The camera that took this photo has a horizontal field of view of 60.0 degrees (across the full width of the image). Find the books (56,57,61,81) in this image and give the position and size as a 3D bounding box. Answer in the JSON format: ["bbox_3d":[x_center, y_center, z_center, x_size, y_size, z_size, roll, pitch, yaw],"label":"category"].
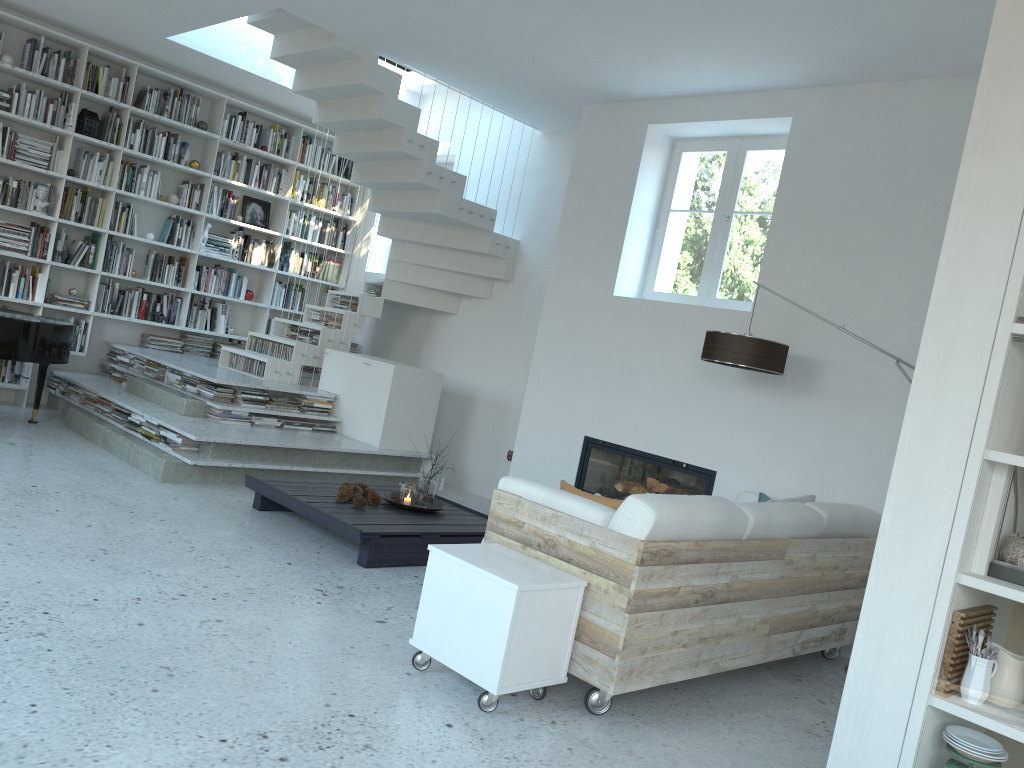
[{"bbox_3d":[-3.856,-2.641,7.481,0.012,0.217,0.179,9,3,-45],"label":"books"}]

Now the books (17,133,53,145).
[{"bbox_3d":[-4.036,-2.060,7.463,0.285,0.012,0.159,10,3,-43],"label":"books"}]

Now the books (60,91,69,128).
[{"bbox_3d":[-3.847,-2.327,7.575,0.012,0.334,0.155,9,4,-45],"label":"books"}]

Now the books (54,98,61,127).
[{"bbox_3d":[-3.893,-2.298,7.545,0.029,0.261,0.132,9,4,-45],"label":"books"}]

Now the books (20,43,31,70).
[{"bbox_3d":[-4.025,-2.684,7.328,0.012,0.245,0.151,9,4,-45],"label":"books"}]

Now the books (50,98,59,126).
[{"bbox_3d":[-3.904,-2.292,7.512,0.032,0.248,0.173,9,3,-45],"label":"books"}]

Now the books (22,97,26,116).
[{"bbox_3d":[-4.079,-2.300,7.367,0.011,0.204,0.133,9,3,-45],"label":"books"}]

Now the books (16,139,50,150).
[{"bbox_3d":[-4.041,-2.010,7.461,0.254,0.012,0.160,10,2,-40],"label":"books"}]

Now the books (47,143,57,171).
[{"bbox_3d":[-3.939,-1.930,7.569,0.012,0.254,0.160,9,3,-45],"label":"books"}]

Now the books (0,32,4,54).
[{"bbox_3d":[-4.157,-2.711,7.176,0.011,0.256,0.143,9,4,-45],"label":"books"}]

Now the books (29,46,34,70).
[{"bbox_3d":[-4.005,-2.692,7.344,0.011,0.267,0.129,9,4,-45],"label":"books"}]

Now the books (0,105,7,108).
[{"bbox_3d":[-4.257,-2.282,7.189,0.160,0.012,0.254,13,2,42],"label":"books"}]

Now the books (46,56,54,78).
[{"bbox_3d":[-3.895,-2.640,7.442,0.033,0.203,0.166,9,3,-45],"label":"books"}]

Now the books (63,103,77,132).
[{"bbox_3d":[-3.788,-2.265,7.556,0.037,0.237,0.272,9,3,-45],"label":"books"}]

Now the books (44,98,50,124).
[{"bbox_3d":[-3.944,-2.290,7.480,0.012,0.230,0.158,9,3,-45],"label":"books"}]

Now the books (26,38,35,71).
[{"bbox_3d":[-3.999,-2.703,7.323,0.014,0.292,0.175,9,4,-45],"label":"books"}]

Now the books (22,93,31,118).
[{"bbox_3d":[-4.055,-2.302,7.370,0.027,0.216,0.190,9,3,-45],"label":"books"}]

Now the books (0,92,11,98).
[{"bbox_3d":[-4.240,-2.371,7.187,0.285,0.024,0.159,10,3,-43],"label":"books"}]

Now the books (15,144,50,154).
[{"bbox_3d":[-4.051,-1.975,7.465,0.160,0.012,0.254,13,2,42],"label":"books"}]

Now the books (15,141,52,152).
[{"bbox_3d":[-4.050,-1.999,7.468,0.159,0.012,0.285,13,3,44],"label":"books"}]

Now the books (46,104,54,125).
[{"bbox_3d":[-3.931,-2.267,7.493,0.029,0.188,0.175,9,3,-45],"label":"books"}]

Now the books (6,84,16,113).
[{"bbox_3d":[-4.130,-2.334,7.292,0.012,0.254,0.160,9,3,-45],"label":"books"}]

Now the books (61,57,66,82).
[{"bbox_3d":[-3.843,-2.648,7.530,0.026,0.234,0.137,9,4,-45],"label":"books"}]

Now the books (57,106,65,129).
[{"bbox_3d":[-3.869,-2.263,7.557,0.029,0.202,0.191,9,3,-45],"label":"books"}]

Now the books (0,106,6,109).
[{"bbox_3d":[-4.257,-2.269,7.186,0.254,0.012,0.160,10,2,-40],"label":"books"}]

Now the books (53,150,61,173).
[{"bbox_3d":[-3.931,-1.901,7.603,0.030,0.198,0.171,9,3,-45],"label":"books"}]

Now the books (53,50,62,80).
[{"bbox_3d":[-3.851,-2.666,7.465,0.010,0.270,0.179,9,3,-45],"label":"books"}]

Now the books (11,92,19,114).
[{"bbox_3d":[-4.121,-2.298,7.304,0.025,0.187,0.193,9,3,-45],"label":"books"}]

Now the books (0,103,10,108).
[{"bbox_3d":[-4.255,-2.294,7.188,0.159,0.012,0.285,13,2,42],"label":"books"}]

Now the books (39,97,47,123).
[{"bbox_3d":[-3.968,-2.290,7.448,0.023,0.223,0.190,9,3,-45],"label":"books"}]

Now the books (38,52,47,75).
[{"bbox_3d":[-3.944,-2.652,7.393,0.050,0.211,0.172,9,3,-45],"label":"books"}]

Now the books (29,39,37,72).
[{"bbox_3d":[-3.988,-2.703,7.345,0.011,0.296,0.157,9,4,-45],"label":"books"}]

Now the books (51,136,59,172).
[{"bbox_3d":[-3.935,-1.963,7.588,0.012,0.319,0.139,9,4,-45],"label":"books"}]

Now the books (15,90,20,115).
[{"bbox_3d":[-4.120,-2.318,7.341,0.024,0.223,0.128,9,4,-45],"label":"books"}]

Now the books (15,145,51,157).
[{"bbox_3d":[-4.054,-1.963,7.466,0.285,0.012,0.159,10,3,-42],"label":"books"}]

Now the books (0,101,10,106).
[{"bbox_3d":[-4.254,-2.306,7.189,0.159,0.012,0.285,13,3,43],"label":"books"}]

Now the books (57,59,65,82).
[{"bbox_3d":[-3.833,-2.629,7.482,0.023,0.202,0.193,9,3,-45],"label":"books"}]

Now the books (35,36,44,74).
[{"bbox_3d":[-3.949,-2.714,7.366,0.010,0.331,0.186,9,4,-45],"label":"books"}]

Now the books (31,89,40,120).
[{"bbox_3d":[-4.017,-2.326,7.433,0.029,0.273,0.140,9,4,-45],"label":"books"}]

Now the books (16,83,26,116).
[{"bbox_3d":[-4.074,-2.339,7.323,0.011,0.284,0.190,9,3,-45],"label":"books"}]

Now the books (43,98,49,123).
[{"bbox_3d":[-3.956,-2.293,7.477,0.010,0.230,0.152,9,3,-45],"label":"books"}]

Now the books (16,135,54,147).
[{"bbox_3d":[-4.033,-2.047,7.458,0.159,0.012,0.285,13,2,40],"label":"books"}]

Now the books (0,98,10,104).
[{"bbox_3d":[-4.245,-2.322,7.184,0.285,0.024,0.159,10,2,-40],"label":"books"}]

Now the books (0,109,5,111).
[{"bbox_3d":[-4.263,-2.246,7.189,0.254,0.012,0.160,10,2,-41],"label":"books"}]

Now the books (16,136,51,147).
[{"bbox_3d":[-4.044,-2.037,7.467,0.254,0.012,0.160,10,3,-45],"label":"books"}]

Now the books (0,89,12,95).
[{"bbox_3d":[-4.238,-2.396,7.190,0.285,0.024,0.159,10,3,-45],"label":"books"}]

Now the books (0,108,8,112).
[{"bbox_3d":[-4.262,-2.258,7.190,0.285,0.012,0.159,10,3,-42],"label":"books"}]

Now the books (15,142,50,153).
[{"bbox_3d":[-4.051,-1.987,7.466,0.254,0.012,0.160,10,3,-43],"label":"books"}]

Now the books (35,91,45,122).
[{"bbox_3d":[-3.985,-2.317,7.437,0.023,0.269,0.184,9,3,-45],"label":"books"}]

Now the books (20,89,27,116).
[{"bbox_3d":[-4.078,-2.317,7.347,0.021,0.237,0.171,9,3,-45],"label":"books"}]

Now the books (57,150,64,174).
[{"bbox_3d":[-3.913,-1.902,7.628,0.030,0.205,0.158,9,3,-45],"label":"books"}]

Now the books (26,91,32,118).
[{"bbox_3d":[-4.047,-2.315,7.392,0.012,0.244,0.131,9,4,-45],"label":"books"}]

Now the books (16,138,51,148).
[{"bbox_3d":[-4.043,-2.024,7.465,0.254,0.012,0.160,10,3,-43],"label":"books"}]

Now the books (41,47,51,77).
[{"bbox_3d":[-3.923,-2.680,7.432,0.028,0.270,0.140,9,4,-45],"label":"books"}]

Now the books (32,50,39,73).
[{"bbox_3d":[-3.991,-2.660,7.370,0.031,0.208,0.146,9,3,-45],"label":"books"}]

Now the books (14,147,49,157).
[{"bbox_3d":[-4.059,-1.951,7.470,0.254,0.012,0.160,10,3,-44],"label":"books"}]

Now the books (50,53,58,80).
[{"bbox_3d":[-3.876,-2.654,7.464,0.023,0.236,0.153,9,3,-45],"label":"books"}]

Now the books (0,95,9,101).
[{"bbox_3d":[-4.242,-2.347,7.185,0.160,0.025,0.254,13,2,41],"label":"books"}]

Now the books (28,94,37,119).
[{"bbox_3d":[-4.029,-2.299,7.400,0.028,0.219,0.183,9,3,-45],"label":"books"}]
